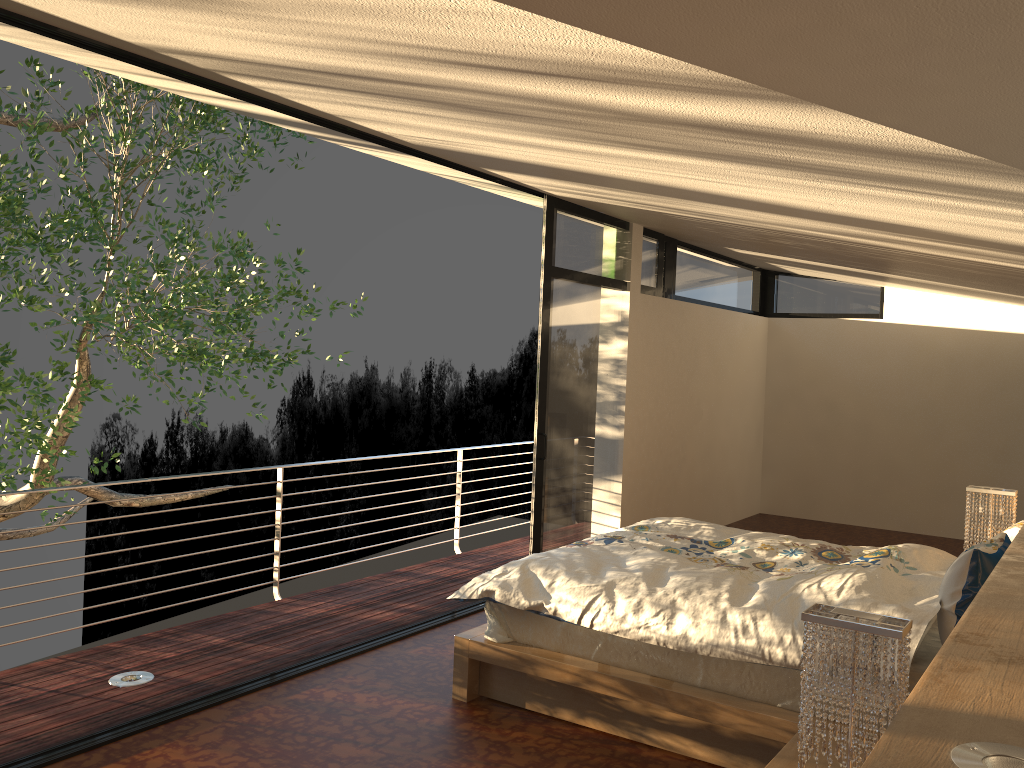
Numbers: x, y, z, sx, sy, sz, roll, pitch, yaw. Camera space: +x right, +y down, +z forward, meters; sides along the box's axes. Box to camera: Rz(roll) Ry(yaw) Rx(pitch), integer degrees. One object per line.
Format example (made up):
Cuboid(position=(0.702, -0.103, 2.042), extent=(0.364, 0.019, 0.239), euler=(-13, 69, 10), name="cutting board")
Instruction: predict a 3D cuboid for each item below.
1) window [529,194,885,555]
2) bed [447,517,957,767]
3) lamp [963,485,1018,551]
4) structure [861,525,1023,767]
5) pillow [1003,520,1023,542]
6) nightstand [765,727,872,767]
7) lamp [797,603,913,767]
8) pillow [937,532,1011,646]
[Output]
Cuboid(position=(2.330, 0.211, 3.020), extent=(6.629, 2.513, 10.644), euler=(3, 2, 33), name="window")
Cuboid(position=(1.114, 1.034, 3.971), extent=(2.086, 0.712, 1.887), euler=(3, 2, 33), name="bed")
Cuboid(position=(2.586, 0.821, 4.783), extent=(0.239, 0.522, 0.128), euler=(3, 1, 33), name="lamp")
Cuboid(position=(2.196, 0.964, 3.434), extent=(0.298, 0.974, 5.981), euler=(3, 2, 34), name="structure")
Cuboid(position=(2.186, 0.796, 3.848), extent=(0.259, 0.404, 0.621), euler=(3, 1, 35), name="pillow")
Cuboid(position=(0.879, 1.253, 2.322), extent=(0.462, 0.347, 0.800), euler=(3, 2, 34), name="nightstand")
Cuboid(position=(0.817, 0.930, 2.169), extent=(0.252, 0.730, 0.168), euler=(3, 1, 33), name="lamp")
Cuboid(position=(1.657, 0.754, 3.128), extent=(0.245, 0.439, 0.640), euler=(3, 1, 37), name="pillow")
